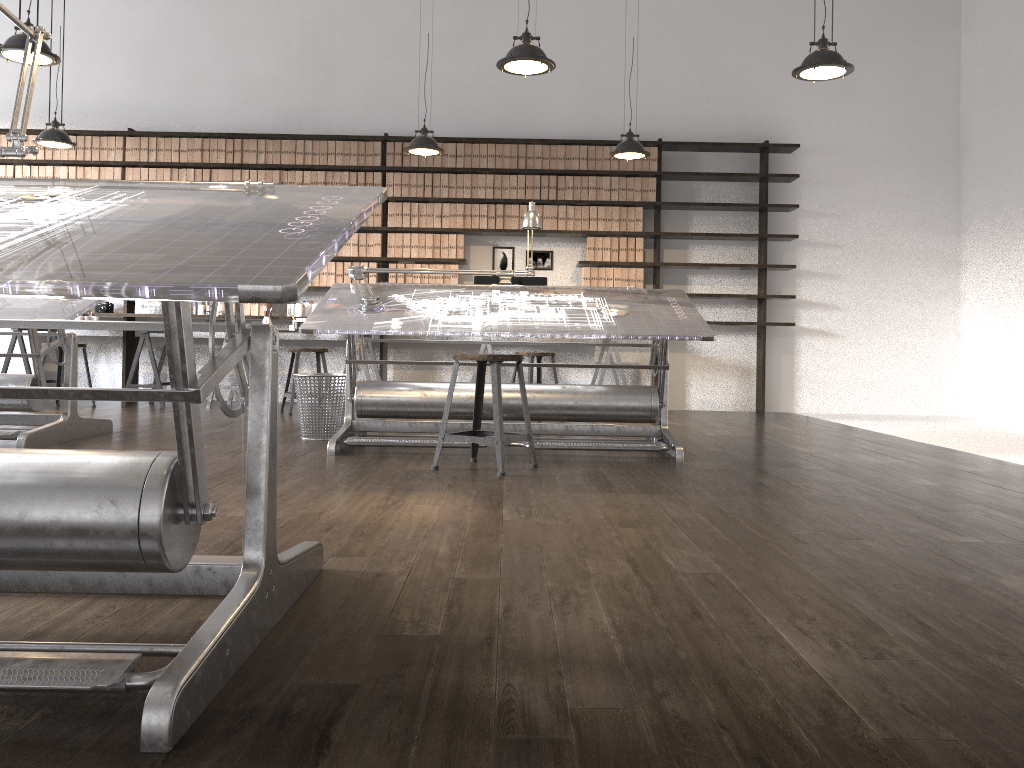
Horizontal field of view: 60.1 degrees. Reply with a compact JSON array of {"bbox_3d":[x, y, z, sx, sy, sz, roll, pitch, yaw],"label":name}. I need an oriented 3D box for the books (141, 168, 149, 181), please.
[{"bbox_3d":[-3.309,-1.838,8.059,0.067,0.226,0.174,1,0,0],"label":"books"}]

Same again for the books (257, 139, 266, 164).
[{"bbox_3d":[-2.259,-2.096,8.067,0.067,0.226,0.174,1,0,0],"label":"books"}]

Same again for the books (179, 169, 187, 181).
[{"bbox_3d":[-2.968,-1.831,8.065,0.067,0.226,0.174,1,0,0],"label":"books"}]

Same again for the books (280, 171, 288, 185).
[{"bbox_3d":[-2.058,-1.815,8.068,0.067,0.226,0.174,1,0,0],"label":"books"}]

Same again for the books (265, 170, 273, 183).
[{"bbox_3d":[-2.194,-1.817,8.066,0.067,0.225,0.174,1,0,0],"label":"books"}]

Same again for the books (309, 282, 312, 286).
[{"bbox_3d":[-1.835,-0.994,8.052,0.067,0.226,0.174,1,0,0],"label":"books"}]

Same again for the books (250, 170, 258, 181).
[{"bbox_3d":[-2.330,-1.820,8.062,0.067,0.226,0.174,1,0,0],"label":"books"}]

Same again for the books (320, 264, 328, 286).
[{"bbox_3d":[-1.697,-0.992,8.059,0.067,0.226,0.174,1,0,0],"label":"books"}]

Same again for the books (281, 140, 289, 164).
[{"bbox_3d":[-2.045,-2.092,8.069,0.067,0.225,0.174,1,0,0],"label":"books"}]

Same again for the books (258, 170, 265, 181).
[{"bbox_3d":[-2.257,-1.818,8.064,0.067,0.225,0.174,1,0,0],"label":"books"}]

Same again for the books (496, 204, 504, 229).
[{"bbox_3d":[-0.110,-1.510,8.065,0.067,0.226,0.174,1,0,0],"label":"books"}]

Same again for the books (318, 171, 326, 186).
[{"bbox_3d":[-1.716,-1.808,8.063,0.067,0.226,0.174,1,0,0],"label":"books"}]

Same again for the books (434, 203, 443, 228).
[{"bbox_3d":[-0.667,-1.520,8.064,0.067,0.226,0.174,1,0,0],"label":"books"}]

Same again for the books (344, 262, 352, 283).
[{"bbox_3d":[-1.480,-0.988,8.054,0.067,0.226,0.174,1,0,0],"label":"books"}]

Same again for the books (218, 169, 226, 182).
[{"bbox_3d":[-2.612,-1.825,8.064,0.067,0.225,0.174,1,0,0],"label":"books"}]

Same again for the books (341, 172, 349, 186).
[{"bbox_3d":[-1.506,-1.804,8.065,0.067,0.226,0.174,1,0,0],"label":"books"}]

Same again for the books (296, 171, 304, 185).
[{"bbox_3d":[-1.918,-1.812,8.063,0.067,0.226,0.174,1,0,0],"label":"books"}]

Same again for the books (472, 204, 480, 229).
[{"bbox_3d":[-0.327,-1.514,8.069,0.067,0.226,0.174,1,0,0],"label":"books"}]

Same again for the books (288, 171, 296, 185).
[{"bbox_3d":[-1.988,-1.813,8.067,0.067,0.226,0.174,1,0,0],"label":"books"}]

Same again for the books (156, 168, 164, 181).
[{"bbox_3d":[-3.174,-1.835,8.063,0.067,0.225,0.174,1,0,0],"label":"books"}]

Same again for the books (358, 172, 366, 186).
[{"bbox_3d":[-1.360,-1.802,8.065,0.067,0.226,0.174,1,0,0],"label":"books"}]

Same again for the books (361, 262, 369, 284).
[{"bbox_3d":[-1.331,-0.985,8.055,0.067,0.226,0.174,1,0,0],"label":"books"}]

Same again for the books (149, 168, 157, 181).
[{"bbox_3d":[-3.236,-1.836,8.061,0.067,0.225,0.174,1,0,0],"label":"books"}]

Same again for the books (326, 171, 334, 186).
[{"bbox_3d":[-1.648,-1.807,8.069,0.067,0.226,0.174,1,0,0],"label":"books"}]

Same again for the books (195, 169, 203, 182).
[{"bbox_3d":[-2.827,-1.829,8.066,0.067,0.226,0.174,1,0,0],"label":"books"}]

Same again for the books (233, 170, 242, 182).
[{"bbox_3d":[-2.476,-1.822,8.060,0.067,0.226,0.174,1,0,0],"label":"books"}]

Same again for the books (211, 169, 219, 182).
[{"bbox_3d":[-2.678,-1.826,8.066,0.067,0.225,0.174,1,0,0],"label":"books"}]

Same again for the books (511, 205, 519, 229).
[{"bbox_3d":[0.030,-1.507,8.064,0.067,0.226,0.174,1,0,0],"label":"books"}]

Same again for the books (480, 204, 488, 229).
[{"bbox_3d":[-0.256,-1.512,8.065,0.067,0.226,0.174,1,0,0],"label":"books"}]

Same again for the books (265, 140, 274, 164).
[{"bbox_3d":[-2.190,-2.095,8.071,0.067,0.226,0.174,1,0,0],"label":"books"}]

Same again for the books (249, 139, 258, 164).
[{"bbox_3d":[-2.332,-2.097,8.064,0.067,0.226,0.174,1,0,0],"label":"books"}]

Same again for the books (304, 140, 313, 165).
[{"bbox_3d":[-1.837,-2.088,8.069,0.067,0.226,0.174,1,0,0],"label":"books"}]

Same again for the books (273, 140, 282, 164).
[{"bbox_3d":[-2.120,-2.093,8.070,0.067,0.226,0.174,1,0,0],"label":"books"}]

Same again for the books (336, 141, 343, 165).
[{"bbox_3d":[-1.555,-2.083,8.069,0.067,0.225,0.174,1,0,0],"label":"books"}]

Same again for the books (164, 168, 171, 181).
[{"bbox_3d":[-3.107,-1.834,8.058,0.067,0.226,0.174,1,0,0],"label":"books"}]

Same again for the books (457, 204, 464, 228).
[{"bbox_3d":[-0.465,-1.516,8.063,0.067,0.226,0.174,1,0,0],"label":"books"}]

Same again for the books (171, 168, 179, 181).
[{"bbox_3d":[-3.039,-1.833,8.064,0.067,0.226,0.174,1,0,0],"label":"books"}]

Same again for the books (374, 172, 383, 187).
[{"bbox_3d":[-1.210,-1.799,8.068,0.067,0.225,0.174,1,0,0],"label":"books"}]

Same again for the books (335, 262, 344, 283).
[{"bbox_3d":[-1.555,-0.989,8.060,0.067,0.226,0.174,1,0,0],"label":"books"}]

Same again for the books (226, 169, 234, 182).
[{"bbox_3d":[-2.549,-1.823,8.060,0.067,0.226,0.174,1,0,0],"label":"books"}]

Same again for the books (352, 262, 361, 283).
[{"bbox_3d":[-1.406,-0.986,8.060,0.067,0.225,0.174,1,0,0],"label":"books"}]

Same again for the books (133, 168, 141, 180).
[{"bbox_3d":[-3.379,-1.839,8.063,0.067,0.226,0.174,1,0,0],"label":"books"}]

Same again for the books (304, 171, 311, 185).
[{"bbox_3d":[-1.845,-1.811,8.065,0.067,0.225,0.174,1,0,0],"label":"books"}]

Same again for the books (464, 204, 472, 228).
[{"bbox_3d":[-0.398,-1.515,8.069,0.067,0.226,0.174,1,0,0],"label":"books"}]

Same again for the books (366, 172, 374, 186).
[{"bbox_3d":[-1.286,-1.800,8.070,0.067,0.225,0.174,1,0,0],"label":"books"}]

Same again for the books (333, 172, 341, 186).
[{"bbox_3d":[-1.577,-1.806,8.069,0.067,0.226,0.174,1,0,0],"label":"books"}]

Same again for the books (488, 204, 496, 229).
[{"bbox_3d":[-0.185,-1.511,8.070,0.067,0.226,0.174,1,0,0],"label":"books"}]

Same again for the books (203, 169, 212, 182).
[{"bbox_3d":[-2.752,-1.827,8.060,0.067,0.226,0.174,1,0,0],"label":"books"}]

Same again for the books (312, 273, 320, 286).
[{"bbox_3d":[-1.768,-0.993,8.058,0.067,0.226,0.174,1,0,0],"label":"books"}]

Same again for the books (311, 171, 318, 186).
[{"bbox_3d":[-1.782,-1.810,8.067,0.067,0.225,0.174,1,0,0],"label":"books"}]

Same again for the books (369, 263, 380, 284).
[{"bbox_3d":[-1.253,-0.983,8.057,0.067,0.225,0.174,1,0,0],"label":"books"}]

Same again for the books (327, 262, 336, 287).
[{"bbox_3d":[-1.626,-0.990,8.055,0.067,0.226,0.174,1,0,0],"label":"books"}]

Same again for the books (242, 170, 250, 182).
[{"bbox_3d":[-2.404,-1.821,8.064,0.067,0.226,0.174,1,0,0],"label":"books"}]

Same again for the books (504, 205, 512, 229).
[{"bbox_3d":[-0.036,-1.508,8.071,0.067,0.225,0.174,1,0,0],"label":"books"}]

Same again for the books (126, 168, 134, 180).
[{"bbox_3d":[-3.449,-1.840,8.064,0.067,0.226,0.174,1,0,0],"label":"books"}]

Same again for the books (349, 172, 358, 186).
[{"bbox_3d":[-1.435,-1.803,8.070,0.067,0.226,0.174,1,0,0],"label":"books"}]

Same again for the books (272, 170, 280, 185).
[{"bbox_3d":[-2.128,-1.816,8.061,0.067,0.226,0.174,1,0,0],"label":"books"}]

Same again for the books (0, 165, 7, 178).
[{"bbox_3d":[-4.591,-1.861,8.060,0.067,0.225,0.174,1,0,0],"label":"books"}]

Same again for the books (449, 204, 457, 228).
[{"bbox_3d":[-0.532,-1.518,8.068,0.067,0.225,0.174,1,0,0],"label":"books"}]

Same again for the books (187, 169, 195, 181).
[{"bbox_3d":[-2.898,-1.830,8.061,0.067,0.226,0.174,1,0,0],"label":"books"}]
